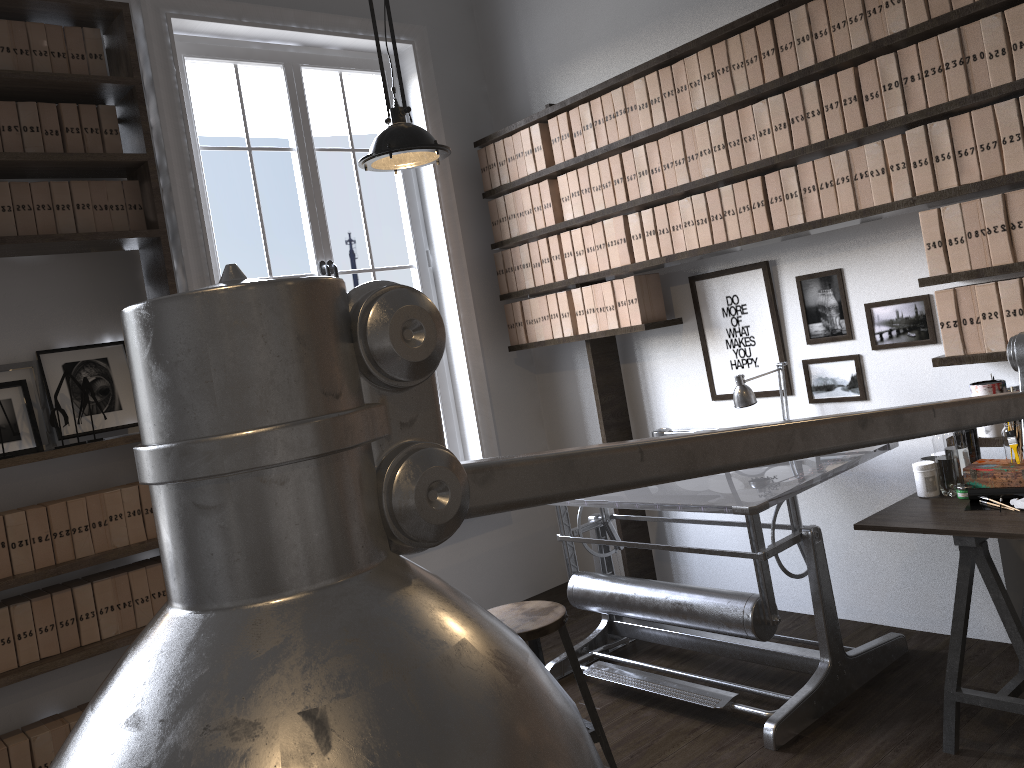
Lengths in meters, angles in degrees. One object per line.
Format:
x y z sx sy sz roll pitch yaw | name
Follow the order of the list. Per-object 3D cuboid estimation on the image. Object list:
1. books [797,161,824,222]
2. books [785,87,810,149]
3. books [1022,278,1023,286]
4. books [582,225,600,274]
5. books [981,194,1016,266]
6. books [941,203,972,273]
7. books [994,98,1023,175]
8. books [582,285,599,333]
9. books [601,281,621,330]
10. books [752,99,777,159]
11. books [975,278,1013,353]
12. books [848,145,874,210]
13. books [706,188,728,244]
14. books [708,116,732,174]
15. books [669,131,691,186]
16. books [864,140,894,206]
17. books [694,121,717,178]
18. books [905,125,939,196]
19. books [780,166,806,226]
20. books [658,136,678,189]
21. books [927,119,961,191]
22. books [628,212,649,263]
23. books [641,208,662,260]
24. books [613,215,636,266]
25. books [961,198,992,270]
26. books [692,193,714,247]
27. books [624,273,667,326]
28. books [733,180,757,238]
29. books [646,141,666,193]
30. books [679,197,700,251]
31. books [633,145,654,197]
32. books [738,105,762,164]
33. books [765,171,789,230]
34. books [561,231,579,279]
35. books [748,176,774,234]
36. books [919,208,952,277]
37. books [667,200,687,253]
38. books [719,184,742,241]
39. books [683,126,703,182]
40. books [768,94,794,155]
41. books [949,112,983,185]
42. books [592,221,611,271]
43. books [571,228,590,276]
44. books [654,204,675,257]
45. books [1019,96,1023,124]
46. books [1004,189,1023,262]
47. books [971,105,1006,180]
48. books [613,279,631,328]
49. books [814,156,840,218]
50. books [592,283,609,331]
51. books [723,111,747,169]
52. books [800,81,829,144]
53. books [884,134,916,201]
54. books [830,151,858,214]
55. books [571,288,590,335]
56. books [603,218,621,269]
1.165 -0.720 3.328 0.175 0.226 0.066 -10 0 -40 | books
1.117 -0.991 3.323 0.175 0.226 0.066 -10 0 -40 | books
1.695 -0.236 2.793 0.175 0.226 0.066 -10 0 -40 | books
0.434 -0.645 4.212 0.175 0.226 0.066 -10 0 -40 | books
1.597 -0.497 2.850 0.175 0.226 0.066 -10 0 -40 | books
1.517 -0.488 2.952 0.175 0.225 0.066 -10 0 -40 | books
1.604 -0.776 2.789 0.175 0.226 0.066 -10 0 -40 | books
0.437 -0.366 4.256 0.175 0.225 0.066 -10 0 -40 | books
0.517 -0.375 4.155 0.175 0.226 0.066 -10 0 -40 | books
1.028 -0.981 3.436 0.175 0.226 0.066 -10 0 -40 | books
1.603 -0.226 2.901 0.175 0.225 0.066 -10 0 -40 | books
1.294 -0.735 3.171 0.175 0.225 0.066 -10 0 -40 | books
0.894 -0.689 3.646 0.175 0.226 0.066 -10 0 -40 | books
0.893 -0.966 3.595 0.175 0.226 0.066 -10 0 -40 | books
0.764 -0.951 3.749 0.175 0.226 0.066 -10 0 -40 | books
1.333 -0.739 3.121 0.175 0.225 0.066 -10 0 -40 | books
0.849 -0.961 3.652 0.175 0.225 0.066 -10 0 -40 | books
1.424 -0.756 3.004 0.175 0.226 0.066 -10 0 -40 | books
1.117 -0.714 3.380 0.175 0.226 0.066 -10 0 -40 | books
0.726 -0.947 3.804 0.175 0.226 0.066 -10 0 -40 | books
1.473 -0.762 2.951 0.175 0.226 0.066 -10 0 -40 | books
0.620 -0.659 3.982 0.175 0.225 0.066 -10 0 -40 | books
0.671 -0.664 3.918 0.175 0.226 0.066 -10 0 -40 | books
0.560 -0.659 4.048 0.175 0.226 0.066 -10 0 -40 | books
1.558 -0.493 2.904 0.175 0.225 0.066 -10 0 -40 | books
0.848 -0.684 3.701 0.175 0.226 0.066 -10 0 -40 | books
0.609 -0.386 4.051 0.175 0.226 0.066 -10 0 -40 | books
0.981 -0.699 3.552 0.175 0.225 0.066 -10 0 -40 | books
0.681 -0.942 3.859 0.175 0.226 0.066 -10 0 -40 | books
0.805 -0.679 3.759 0.175 0.226 0.066 -10 0 -40 | books
0.633 -0.936 3.910 0.175 0.226 0.066 -10 0 -40 | books
0.986 -0.976 3.492 0.175 0.226 0.066 -10 0 -40 | books
1.075 -0.710 3.437 0.175 0.226 0.066 -10 0 -40 | books
0.338 -0.634 4.316 0.175 0.226 0.066 -10 0 -40 | books
1.024 -0.704 3.491 0.175 0.226 0.066 -10 0 -40 | books
1.470 -0.483 3.006 0.175 0.226 0.066 -10 0 -40 | books
0.764 -0.675 3.815 0.175 0.226 0.066 -10 0 -40 | books
0.938 -0.694 3.600 0.175 0.225 0.066 -10 0 -40 | books
0.810 -0.957 3.701 0.175 0.225 0.066 -10 0 -40 | books
1.071 -0.985 3.378 0.175 0.226 0.066 -10 0 -40 | books
1.520 -0.767 2.900 0.175 0.226 0.066 -10 0 -40 | books
0.476 -0.650 4.157 0.175 0.226 0.066 -10 0 -40 | books
0.386 -0.639 4.263 0.175 0.226 0.066 -10 0 -40 | books
0.718 -0.670 3.867 0.175 0.226 0.066 -10 0 -40 | books
1.652 -0.782 2.734 0.175 0.225 0.066 -10 0 -40 | books
1.644 -0.503 2.802 0.175 0.226 0.066 -10 0 -40 | books
1.563 -0.772 2.845 0.175 0.226 0.066 -10 0 -40 | books
0.567 -0.381 4.106 0.175 0.226 0.066 -10 0 -40 | books
1.210 -0.725 3.274 0.175 0.226 0.066 -10 0 -40 | books
0.478 -0.371 4.209 0.175 0.225 0.066 -10 0 -40 | books
0.941 -0.971 3.544 0.175 0.226 0.066 -10 0 -40 | books
1.160 -0.996 3.277 0.175 0.225 0.066 -10 0 -40 | books
1.377 -0.744 3.065 0.175 0.226 0.066 -10 0 -40 | books
1.248 -0.729 3.219 0.175 0.226 0.066 -10 0 -40 | books
0.390 -0.361 4.310 0.175 0.226 0.066 -10 0 -40 | books
0.523 -0.655 4.099 0.175 0.225 0.066 -10 0 -40 | books
